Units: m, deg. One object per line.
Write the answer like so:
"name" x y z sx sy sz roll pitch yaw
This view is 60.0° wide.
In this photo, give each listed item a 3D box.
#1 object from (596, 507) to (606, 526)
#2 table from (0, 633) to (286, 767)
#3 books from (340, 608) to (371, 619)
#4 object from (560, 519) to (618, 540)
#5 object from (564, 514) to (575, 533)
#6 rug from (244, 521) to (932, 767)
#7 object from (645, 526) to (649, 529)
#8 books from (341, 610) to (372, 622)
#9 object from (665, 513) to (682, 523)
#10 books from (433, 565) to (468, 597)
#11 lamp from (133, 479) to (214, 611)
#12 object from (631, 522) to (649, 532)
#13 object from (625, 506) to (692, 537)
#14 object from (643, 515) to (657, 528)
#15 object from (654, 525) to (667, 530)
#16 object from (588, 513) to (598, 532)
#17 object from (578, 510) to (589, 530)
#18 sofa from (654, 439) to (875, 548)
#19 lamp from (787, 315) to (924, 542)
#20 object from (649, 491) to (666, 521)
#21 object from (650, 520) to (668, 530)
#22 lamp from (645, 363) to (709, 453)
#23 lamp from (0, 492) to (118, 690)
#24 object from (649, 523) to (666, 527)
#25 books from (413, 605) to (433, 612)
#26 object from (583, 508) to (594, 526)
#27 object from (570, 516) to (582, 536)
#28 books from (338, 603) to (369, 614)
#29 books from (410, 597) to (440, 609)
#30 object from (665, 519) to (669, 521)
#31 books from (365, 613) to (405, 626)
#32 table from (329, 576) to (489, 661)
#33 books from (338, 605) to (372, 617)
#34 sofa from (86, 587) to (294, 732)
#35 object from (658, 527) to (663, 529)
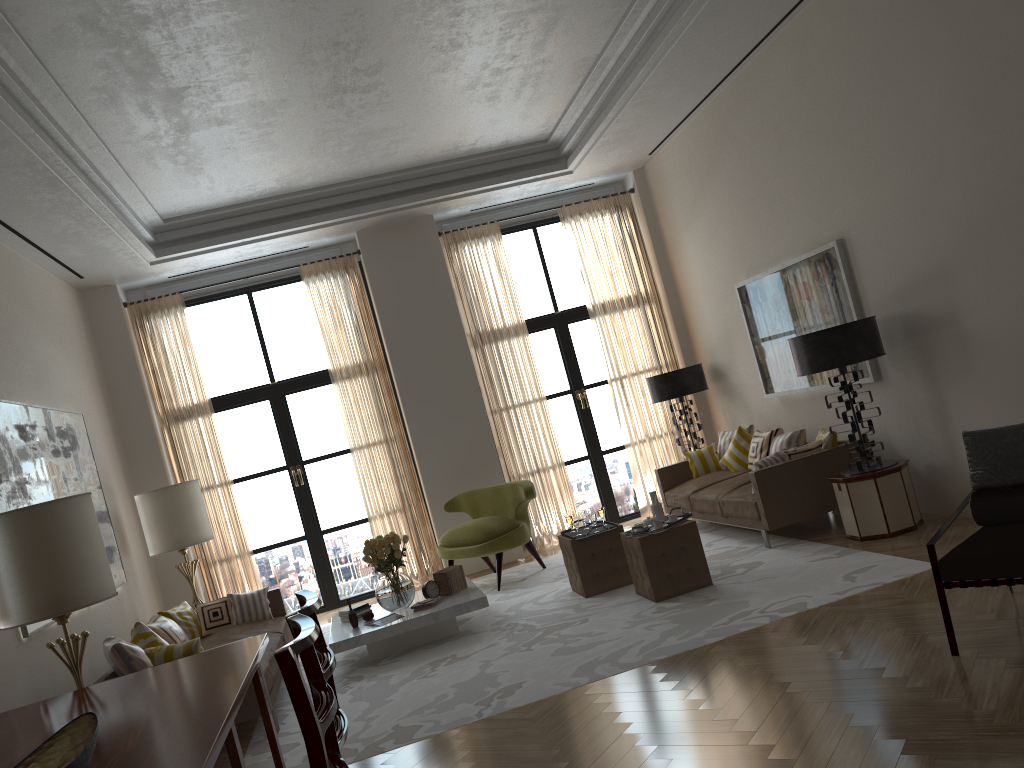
"object" 0.956 1.408 9.390 0.098 0.191 0.098 -15 -1 15
"table" -2.028 2.236 3.936 1.798 1.027 3.808 -15 -2 -11
"books" -1.673 2.449 9.471 0.208 0.024 0.261 -17 -3 42
"object" 0.800 1.510 9.360 0.490 0.092 0.803 -15 -2 -11
"object" 0.630 1.502 9.550 0.098 0.191 0.098 -15 -1 -28
"rug" 0.212 2.306 9.196 5.510 0.065 5.742 -15 -2 -11
"object" 1.252 1.352 8.310 0.052 0.027 0.080 -16 -2 36
"books" -1.665 2.478 9.482 0.279 0.035 0.208 -13 -3 -44
"object" 1.534 1.276 8.449 0.175 0.067 0.176 -15 -2 -12
"books" -0.660 2.097 9.457 0.211 0.264 0.281 -16 -1 39
"lamp" -3.933 2.349 10.829 0.770 2.254 0.765 -16 -1 42
"object" 1.202 1.348 8.356 0.175 0.067 0.176 -14 -2 -35
"object" 1.391 1.306 8.430 0.443 0.101 0.718 -17 -3 43
"object" 1.316 1.317 8.501 0.175 0.105 0.136 -15 -1 -15
"object" 1.361 1.334 8.194 0.186 0.015 0.041 -14 -2 -24
"object" 0.848 1.426 9.082 0.098 0.191 0.098 -15 -1 -11
"object" 0.774 1.461 9.505 0.098 0.191 0.098 -15 -1 -11
"sofa" 2.896 1.249 10.524 1.349 0.819 2.985 -15 -2 -11
"lamp" 3.331 0.430 8.527 0.828 2.018 0.831 -15 -1 -10
"object" 1.402 1.195 8.614 0.113 0.305 0.125 -15 -1 26
"object" 1.364 1.313 8.260 0.176 0.067 0.176 -15 -2 -9
"lamp" 2.573 0.784 12.683 0.829 2.018 0.830 -15 -1 -7
"lamp" -3.091 1.956 6.251 0.765 2.254 0.770 -15 -1 -45
"object" 1.364 1.326 8.360 0.186 0.026 0.041 -15 -2 -3
"books" -0.891 2.267 9.057 0.197 0.024 0.256 -15 -2 6
"object" 0.842 1.447 9.630 0.098 0.191 0.098 -16 -1 36
"object" 0.669 1.478 9.205 0.098 0.191 0.098 -15 -1 15
"books" -1.692 2.400 9.475 0.259 0.030 0.208 -13 -3 -44
"books" -0.887 2.242 9.060 0.256 0.026 0.202 -16 -2 14
"object" 1.482 1.314 8.529 0.053 0.026 0.049 -13 -2 -44
"books" -1.290 2.363 8.901 0.280 0.038 0.385 -14 -3 -38
"table" -1.093 2.522 9.359 1.581 0.343 1.503 -15 -2 -11
"books" -1.680 2.426 9.484 0.230 0.024 0.279 -17 -3 44
"sofa" -2.869 2.728 8.450 1.349 0.819 2.985 -15 -2 -11
"object" 1.371 1.329 8.160 0.053 0.026 0.049 -15 -2 -9
